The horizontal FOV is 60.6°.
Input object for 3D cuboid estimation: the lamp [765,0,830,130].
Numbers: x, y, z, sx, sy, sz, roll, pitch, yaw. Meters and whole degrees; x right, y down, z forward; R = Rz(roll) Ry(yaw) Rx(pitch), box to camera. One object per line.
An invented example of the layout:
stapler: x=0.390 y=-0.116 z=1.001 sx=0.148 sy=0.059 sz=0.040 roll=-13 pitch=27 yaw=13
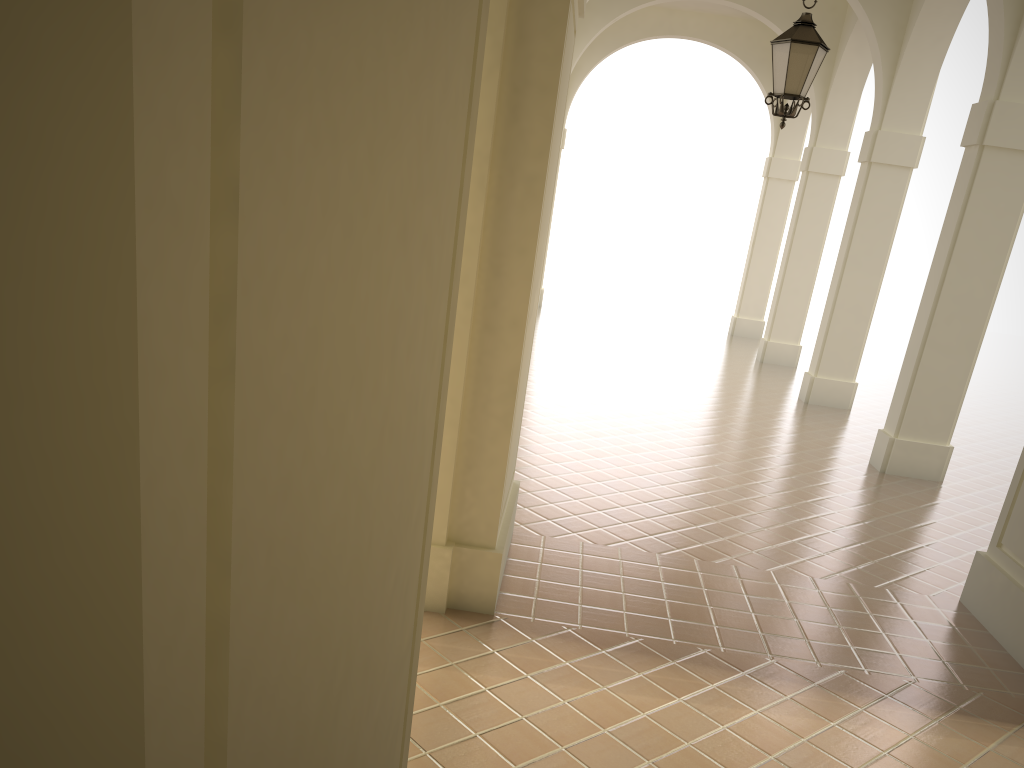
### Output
lamp: x=2.559 y=-3.833 z=7.027 sx=0.510 sy=3.478 sz=0.421 roll=8 pitch=19 yaw=2
